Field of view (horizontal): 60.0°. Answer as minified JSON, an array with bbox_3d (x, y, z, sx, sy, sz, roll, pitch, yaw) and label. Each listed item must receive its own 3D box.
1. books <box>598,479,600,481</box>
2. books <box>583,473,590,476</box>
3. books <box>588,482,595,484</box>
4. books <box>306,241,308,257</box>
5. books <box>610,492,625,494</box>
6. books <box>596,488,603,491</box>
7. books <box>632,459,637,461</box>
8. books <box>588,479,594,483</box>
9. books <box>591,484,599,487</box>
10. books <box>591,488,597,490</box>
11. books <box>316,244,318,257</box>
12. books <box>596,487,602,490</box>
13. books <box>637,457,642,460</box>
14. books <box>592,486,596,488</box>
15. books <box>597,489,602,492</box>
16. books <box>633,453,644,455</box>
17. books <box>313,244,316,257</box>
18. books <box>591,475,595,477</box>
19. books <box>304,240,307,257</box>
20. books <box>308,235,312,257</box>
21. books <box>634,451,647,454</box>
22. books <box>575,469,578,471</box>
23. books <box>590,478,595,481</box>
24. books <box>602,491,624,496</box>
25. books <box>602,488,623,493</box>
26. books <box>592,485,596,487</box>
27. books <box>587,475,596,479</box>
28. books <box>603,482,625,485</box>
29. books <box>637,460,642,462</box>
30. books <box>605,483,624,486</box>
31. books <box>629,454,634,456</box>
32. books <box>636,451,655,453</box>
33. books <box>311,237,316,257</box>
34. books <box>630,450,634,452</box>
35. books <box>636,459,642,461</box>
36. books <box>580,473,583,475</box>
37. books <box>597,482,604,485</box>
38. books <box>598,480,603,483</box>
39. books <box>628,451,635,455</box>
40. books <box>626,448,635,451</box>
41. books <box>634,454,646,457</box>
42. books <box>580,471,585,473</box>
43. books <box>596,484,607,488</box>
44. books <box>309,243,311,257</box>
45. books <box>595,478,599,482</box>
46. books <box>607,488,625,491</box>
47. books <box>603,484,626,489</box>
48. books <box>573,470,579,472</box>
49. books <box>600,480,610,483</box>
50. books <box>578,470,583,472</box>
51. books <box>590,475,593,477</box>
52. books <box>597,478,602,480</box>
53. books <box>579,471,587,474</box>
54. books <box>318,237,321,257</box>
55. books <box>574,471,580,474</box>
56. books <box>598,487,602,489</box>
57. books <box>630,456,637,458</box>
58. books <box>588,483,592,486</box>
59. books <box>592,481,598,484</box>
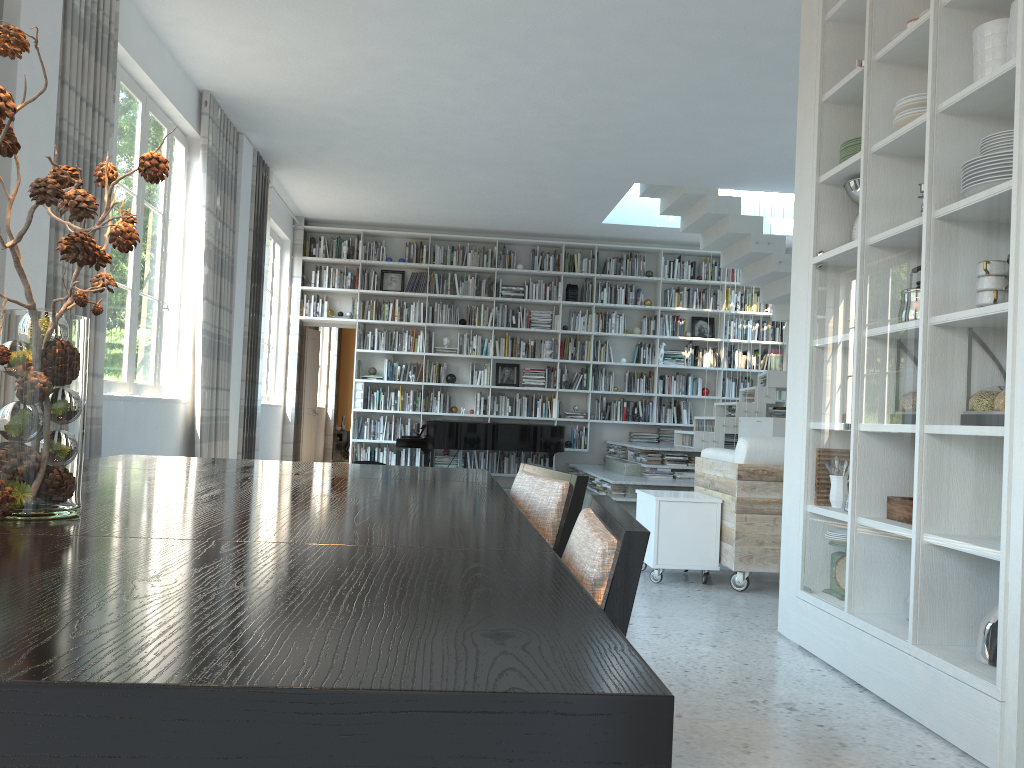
[{"bbox_3d":[0.977,0.983,9.040,0.178,0.010,0.196,3,-2,1],"label":"books"},{"bbox_3d":[0.905,1.022,9.954,0.179,0.012,0.249,3,-2,-7],"label":"books"},{"bbox_3d":[0.930,1.078,9.644,0.177,0.011,0.220,3,-2,-2],"label":"books"},{"bbox_3d":[-2.545,-1.665,11.077,0.023,0.223,0.151,3,-2,-4],"label":"books"},{"bbox_3d":[1.028,1.066,8.737,0.132,0.014,0.205,3,-2,-4],"label":"books"},{"bbox_3d":[0.976,1.079,9.038,0.178,0.009,0.276,3,-2,-6],"label":"books"},{"bbox_3d":[1.429,0.852,9.963,0.132,0.016,0.262,3,-2,1],"label":"books"},{"bbox_3d":[0.933,1.060,9.644,0.160,0.025,0.244,3,-2,-9],"label":"books"},{"bbox_3d":[0.949,1.068,9.338,0.189,0.013,0.215,3,-2,-6],"label":"books"},{"bbox_3d":[0.941,1.106,9.337,0.193,0.005,0.225,3,-2,-8],"label":"books"},{"bbox_3d":[-2.429,-1.645,11.100,0.031,0.195,0.145,3,-2,-4],"label":"books"},{"bbox_3d":[0.970,1.071,9.038,0.191,0.006,0.275,3,-2,-2],"label":"books"},{"bbox_3d":[1.453,0.809,9.660,0.155,0.028,0.189,3,-2,-3],"label":"books"},{"bbox_3d":[0.958,1.094,9.339,0.171,0.005,0.297,3,-2,-5],"label":"books"},{"bbox_3d":[0.965,1.090,9.037,0.191,0.016,0.209,3,-2,1],"label":"books"},{"bbox_3d":[1.441,0.763,9.660,0.187,0.009,0.250,3,-2,-4],"label":"books"},{"bbox_3d":[-2.457,-1.642,11.073,0.028,0.186,0.182,3,-2,-4],"label":"books"},{"bbox_3d":[0.944,0.998,9.646,0.160,0.008,0.239,3,-2,-3],"label":"books"},{"bbox_3d":[-2.569,-1.668,11.086,0.024,0.228,0.130,3,-2,-4],"label":"books"},{"bbox_3d":[-2.525,-1.695,11.070,0.014,0.286,0.175,3,-2,-4],"label":"books"},{"bbox_3d":[1.444,0.747,9.660,0.168,0.013,0.281,3,-2,-7],"label":"books"},{"bbox_3d":[0.858,1.054,10.882,0.135,0.014,0.297,3,-2,-3],"label":"books"},{"bbox_3d":[0.945,1.039,9.646,0.142,0.017,0.239,3,-2,-8],"label":"books"},{"bbox_3d":[0.998,1.080,8.734,0.184,0.017,0.230,3,-2,-2],"label":"books"},{"bbox_3d":[0.993,1.048,8.735,0.187,0.017,0.205,3,-2,1],"label":"books"},{"bbox_3d":[0.954,1.078,9.339,0.180,0.008,0.267,3,-2,-5],"label":"books"},{"bbox_3d":[0.933,1.015,9.645,0.170,0.014,0.281,3,-2,-7],"label":"books"},{"bbox_3d":[1.001,0.974,8.737,0.176,0.010,0.266,3,-2,-8],"label":"books"},{"bbox_3d":[1.450,0.840,9.659,0.142,0.020,0.231,3,-2,1],"label":"books"},{"bbox_3d":[1.008,0.987,8.737,0.165,0.015,0.243,3,-2,0],"label":"books"},{"bbox_3d":[1.412,0.799,9.963,0.178,0.015,0.187,3,-2,1],"label":"books"},{"bbox_3d":[1.445,0.737,9.660,0.171,0.007,0.260,3,-2,-6],"label":"books"},{"bbox_3d":[-2.481,-1.685,11.071,0.025,0.269,0.177,3,-2,-4],"label":"books"},{"bbox_3d":[1.430,0.755,9.965,0.145,0.017,0.208,3,-2,-9],"label":"books"},{"bbox_3d":[1.447,0.826,9.659,0.154,0.007,0.292,3,-2,-1],"label":"books"},{"bbox_3d":[0.877,1.045,10.262,0.182,0.016,0.199,3,-2,1],"label":"books"},{"bbox_3d":[0.977,1.017,9.039,0.168,0.013,0.281,3,-2,-9],"label":"books"},{"bbox_3d":[0.986,0.999,9.041,0.175,0.006,0.251,3,-2,-4],"label":"books"},{"bbox_3d":[1.418,0.777,9.964,0.174,0.029,0.250,3,-2,-6],"label":"books"},{"bbox_3d":[1.407,0.738,9.964,0.192,0.014,0.256,3,-2,-8],"label":"books"},{"bbox_3d":[1.445,0.781,9.660,0.177,0.026,0.230,3,-2,-4],"label":"books"},{"bbox_3d":[0.888,1.017,10.263,0.174,0.011,0.227,3,-2,-5],"label":"books"},{"bbox_3d":[0.974,1.041,9.039,0.191,0.015,0.246,3,-2,-3],"label":"books"},{"bbox_3d":[-2.508,-1.649,11.074,0.024,0.195,0.167,3,-2,-4],"label":"books"},{"bbox_3d":[0.970,1.015,9.341,0.141,0.028,0.222,3,-2,-9],"label":"books"},{"bbox_3d":[1.025,1.032,8.738,0.137,0.019,0.224,3,-2,-3],"label":"books"},{"bbox_3d":[1.007,1.008,8.737,0.156,0.027,0.287,3,-2,-9],"label":"books"},{"bbox_3d":[0.843,1.070,10.881,0.160,0.009,0.291,3,-2,-2],"label":"books"},{"bbox_3d":[0.995,0.962,8.737,0.192,0.014,0.256,3,-2,-8],"label":"books"},{"bbox_3d":[0.874,1.008,10.262,0.193,0.005,0.225,3,-2,-8],"label":"books"},{"bbox_3d":[0.948,1.005,9.646,0.157,0.007,0.268,3,-2,-4],"label":"books"},{"bbox_3d":[0.977,0.970,9.040,0.182,0.016,0.257,3,-2,-1],"label":"books"},{"bbox_3d":[0.885,1.030,10.263,0.171,0.015,0.253,3,-2,-7],"label":"books"},{"bbox_3d":[-2.405,-1.687,11.087,0.010,0.281,0.160,3,-2,-4],"label":"books"},{"bbox_3d":[0.856,1.063,10.573,0.180,0.015,0.294,3,-2,-6],"label":"books"},{"bbox_3d":[0.986,1.066,9.039,0.170,0.006,0.268,3,-2,-4],"label":"books"},{"bbox_3d":[1.423,0.819,9.964,0.167,0.024,0.192,3,-2,-3],"label":"books"},{"bbox_3d":[0.920,1.096,9.642,0.189,0.009,0.291,3,-2,-1],"label":"books"},{"bbox_3d":[0.954,1.036,9.339,0.180,0.017,0.183,3,-2,-7],"label":"books"}]
